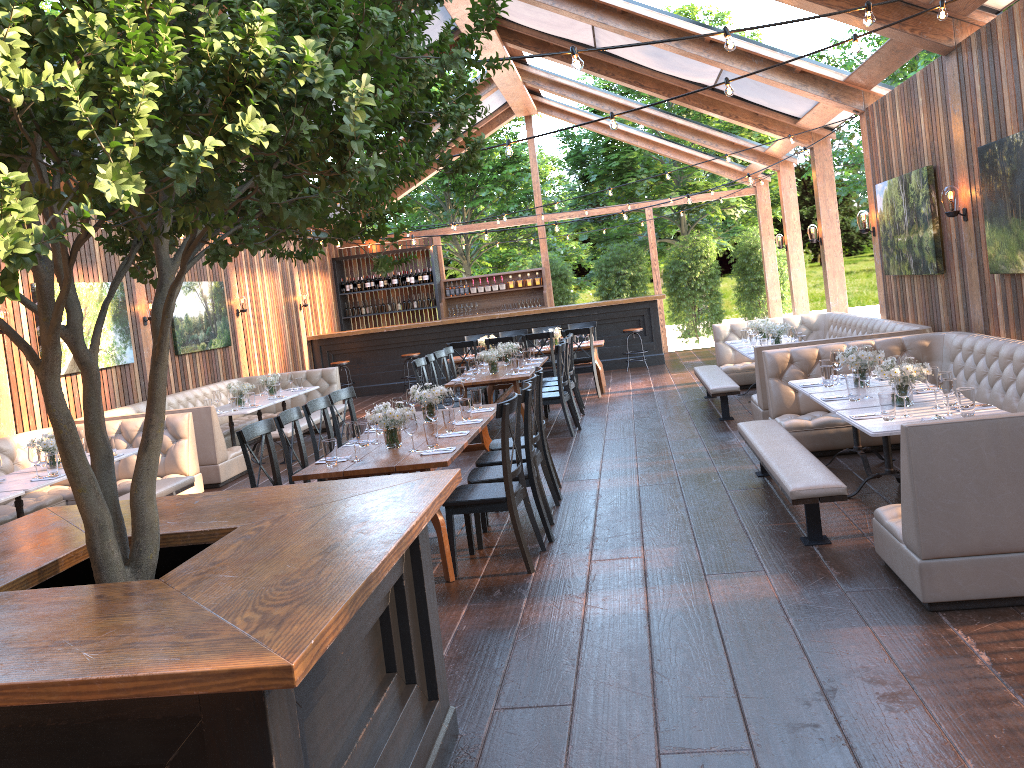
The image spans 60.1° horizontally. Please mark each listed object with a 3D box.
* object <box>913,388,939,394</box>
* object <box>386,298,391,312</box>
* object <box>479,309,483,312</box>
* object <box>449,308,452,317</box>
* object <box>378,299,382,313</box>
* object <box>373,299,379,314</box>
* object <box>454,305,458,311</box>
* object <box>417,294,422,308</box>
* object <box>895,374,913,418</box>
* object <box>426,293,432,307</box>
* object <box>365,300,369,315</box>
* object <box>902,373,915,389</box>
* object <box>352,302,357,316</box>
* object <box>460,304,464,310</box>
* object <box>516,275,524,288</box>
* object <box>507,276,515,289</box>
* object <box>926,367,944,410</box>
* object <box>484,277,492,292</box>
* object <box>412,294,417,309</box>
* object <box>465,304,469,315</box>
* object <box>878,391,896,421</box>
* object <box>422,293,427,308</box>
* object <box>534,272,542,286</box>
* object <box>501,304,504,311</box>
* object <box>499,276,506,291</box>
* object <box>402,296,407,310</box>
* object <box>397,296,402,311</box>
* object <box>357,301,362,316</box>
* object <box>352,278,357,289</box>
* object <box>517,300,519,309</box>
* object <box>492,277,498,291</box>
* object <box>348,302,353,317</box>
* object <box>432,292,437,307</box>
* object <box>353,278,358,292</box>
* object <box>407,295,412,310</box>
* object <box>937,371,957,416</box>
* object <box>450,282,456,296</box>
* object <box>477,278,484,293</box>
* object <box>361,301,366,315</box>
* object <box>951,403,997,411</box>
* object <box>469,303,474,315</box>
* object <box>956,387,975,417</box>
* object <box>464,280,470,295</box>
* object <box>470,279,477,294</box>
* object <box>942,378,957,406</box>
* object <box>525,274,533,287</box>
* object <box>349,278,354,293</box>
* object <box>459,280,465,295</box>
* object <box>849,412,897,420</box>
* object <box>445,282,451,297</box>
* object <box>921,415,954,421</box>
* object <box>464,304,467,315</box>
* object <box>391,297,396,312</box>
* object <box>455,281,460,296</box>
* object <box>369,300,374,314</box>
[{"bbox_3d":[2.742,0.042,5.880,0.255,0.019,0.158,-6,6,8],"label":"object"},{"bbox_3d":[-2.648,-1.689,18.872,0.094,0.308,0.094,-7,2,-11],"label":"object"},{"bbox_3d":[-0.643,-1.562,18.937,0.123,0.096,0.125,-5,5,19],"label":"object"},{"bbox_3d":[-1.316,-1.516,18.834,0.070,0.185,0.070,-6,3,12],"label":"object"},{"bbox_3d":[-2.832,-1.676,18.953,0.094,0.308,0.094,-5,3,34],"label":"object"},{"bbox_3d":[-2.925,-1.667,18.979,0.094,0.308,0.094,-7,2,4],"label":"object"},{"bbox_3d":[-1.178,-1.569,18.901,0.092,0.244,0.093,-6,3,28],"label":"object"},{"bbox_3d":[-1.969,-1.768,18.841,0.094,0.308,0.094,-6,3,29],"label":"object"},{"bbox_3d":[2.259,0.068,5.098,0.093,0.244,0.092,-9,3,-34],"label":"object"},{"bbox_3d":[-1.769,-1.785,18.773,0.094,0.308,0.094,-7,2,9],"label":"object"},{"bbox_3d":[-3.111,-1.649,19.023,0.095,0.308,0.094,-8,3,-28],"label":"object"},{"bbox_3d":[2.711,-0.042,6.047,0.092,0.158,0.092,-7,3,-6],"label":"object"},{"bbox_3d":[-3.395,-1.614,19.009,0.094,0.308,0.094,-8,3,-27],"label":"object"},{"bbox_3d":[-1.067,-1.580,18.880,0.092,0.244,0.093,-6,3,28],"label":"object"},{"bbox_3d":[0.176,-2.183,18.828,0.176,0.288,0.110,-6,3,13],"label":"object"},{"bbox_3d":[-0.019,-2.160,18.832,0.176,0.288,0.110,-7,3,3],"label":"object"},{"bbox_3d":[2.503,0.024,5.236,0.093,0.244,0.092,-9,3,-34],"label":"object"},{"bbox_3d":[-0.515,-2.118,18.892,0.138,0.310,0.139,-6,3,12],"label":"object"},{"bbox_3d":[-2.079,-1.755,18.839,0.095,0.308,0.094,-8,3,-28],"label":"object"},{"bbox_3d":[-0.958,-1.593,18.873,0.092,0.244,0.092,-8,3,-17],"label":"object"},{"bbox_3d":[2.150,0.128,5.062,0.092,0.158,0.092,-7,3,-6],"label":"object"},{"bbox_3d":[-1.870,-1.775,18.799,0.094,0.308,0.094,-7,2,4],"label":"object"},{"bbox_3d":[0.549,-2.222,18.774,0.176,0.288,0.110,-6,3,13],"label":"object"},{"bbox_3d":[-0.172,-1.627,18.849,0.097,0.134,0.097,-7,3,-6],"label":"object"},{"bbox_3d":[-0.208,-2.153,18.866,0.138,0.310,0.139,-6,3,12],"label":"object"},{"bbox_3d":[-2.298,-1.732,18.878,0.094,0.308,0.095,-5,3,35],"label":"object"},{"bbox_3d":[-2.415,-1.717,18.870,0.094,0.308,0.094,-7,2,5],"label":"object"},{"bbox_3d":[-3.294,-1.629,19.033,0.094,0.308,0.095,-5,3,35],"label":"object"},{"bbox_3d":[-3.410,-2.134,19.071,0.137,0.315,0.136,-8,3,-30],"label":"object"},{"bbox_3d":[0.148,-1.665,18.596,0.074,0.180,0.073,-8,3,-18],"label":"object"},{"bbox_3d":[-0.367,-2.134,18.866,0.138,0.310,0.138,-7,3,2],"label":"object"},{"bbox_3d":[-3.486,-1.603,19.012,0.094,0.308,0.094,-6,2,13],"label":"object"},{"bbox_3d":[-1.663,-1.800,18.795,0.094,0.308,0.094,-5,3,34],"label":"object"},{"bbox_3d":[-3.363,-2.124,18.934,0.077,0.308,0.077,-7,2,-14],"label":"object"},{"bbox_3d":[-2.189,-1.740,18.828,0.094,0.308,0.094,-8,3,-27],"label":"object"},{"bbox_3d":[2.457,0.054,4.998,0.093,0.244,0.092,-9,3,-34],"label":"object"},{"bbox_3d":[-1.279,-2.041,18.990,0.094,0.317,0.095,-6,3,23],"label":"object"},{"bbox_3d":[-0.671,-2.102,18.918,0.138,0.310,0.139,-7,3,8],"label":"object"},{"bbox_3d":[-3.200,-1.638,19.019,0.094,0.308,0.094,-7,2,5],"label":"object"},{"bbox_3d":[2.643,0.134,5.110,0.255,0.019,0.158,-6,6,8],"label":"object"},{"bbox_3d":[-0.859,-1.602,18.850,0.092,0.244,0.092,-8,3,-17],"label":"object"},{"bbox_3d":[2.514,0.102,4.893,0.092,0.158,0.092,-7,3,-6],"label":"object"},{"bbox_3d":[-0.973,-2.075,18.964,0.094,0.317,0.095,-6,3,18],"label":"object"},{"bbox_3d":[-0.825,-2.086,18.943,0.138,0.310,0.139,-6,3,12],"label":"object"},{"bbox_3d":[2.611,0.050,5.281,0.092,0.158,0.092,-7,3,-6],"label":"object"},{"bbox_3d":[0.361,-2.198,18.764,0.176,0.288,0.110,-7,3,3],"label":"object"},{"bbox_3d":[-3.447,-2.115,18.966,0.077,0.306,0.077,-6,3,24],"label":"object"},{"bbox_3d":[-1.079,-2.062,18.960,0.094,0.317,0.095,-7,2,3],"label":"object"},{"bbox_3d":[2.139,0.181,5.235,0.255,0.019,0.158,-6,6,8],"label":"object"},{"bbox_3d":[-1.377,-2.034,19.031,0.094,0.317,0.095,-7,2,8],"label":"object"},{"bbox_3d":[2.355,0.194,4.869,0.157,0.019,0.256,-6,6,8],"label":"object"},{"bbox_3d":[-0.978,-1.601,18.972,0.092,0.244,0.093,-6,3,28],"label":"object"},{"bbox_3d":[-2.532,-1.707,18.903,0.094,0.308,0.094,-7,2,8],"label":"object"},{"bbox_3d":[-1.174,-2.056,19.007,0.094,0.317,0.095,-7,2,3],"label":"object"},{"bbox_3d":[-3.027,-1.652,18.952,0.094,0.308,0.094,-6,3,29],"label":"object"}]
